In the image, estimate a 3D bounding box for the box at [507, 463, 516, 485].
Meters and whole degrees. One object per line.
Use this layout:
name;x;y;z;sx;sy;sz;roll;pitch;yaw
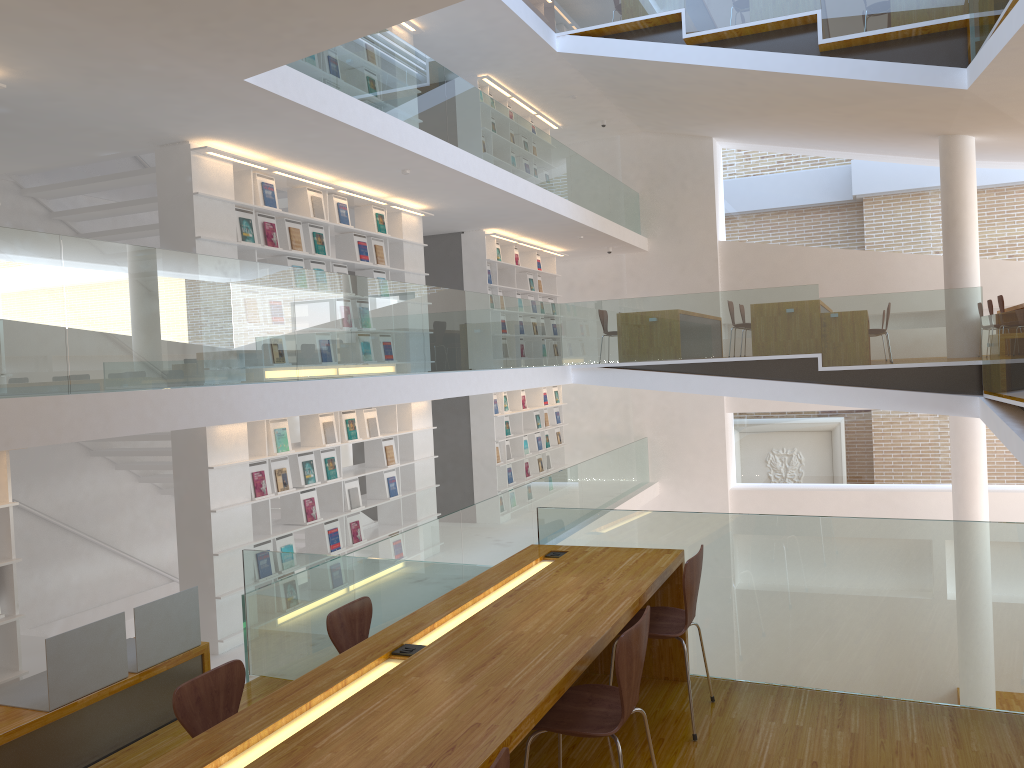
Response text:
box;-0.121;1.240;12.321;0.274;0.296;0.245;-2;1;22

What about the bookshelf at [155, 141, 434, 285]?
bookshelf;-1.758;-0.975;8.383;0.498;1.836;3.666;-2;1;22

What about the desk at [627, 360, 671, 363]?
desk;2.248;-0.633;12.160;0.760;0.606;3.194;-2;1;22

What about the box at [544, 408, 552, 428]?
box;0.438;0.524;13.749;0.274;0.296;0.245;-2;1;22

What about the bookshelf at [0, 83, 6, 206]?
bookshelf;-3.638;-0.788;3.789;0.498;1.836;2.984;-2;1;22

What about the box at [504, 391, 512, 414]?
box;-0.184;0.257;12.263;0.274;0.296;0.245;-2;1;22

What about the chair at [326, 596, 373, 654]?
chair;-0.617;1.405;4.226;0.381;0.693;0.428;-2;1;22

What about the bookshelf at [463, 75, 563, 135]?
bookshelf;0.064;-3.212;13.020;0.498;1.836;2.984;-2;1;22

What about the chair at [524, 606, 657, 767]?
chair;0.241;1.078;2.810;0.381;0.693;0.428;-2;1;22

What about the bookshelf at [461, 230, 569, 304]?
bookshelf;0.163;-1.168;13.064;0.498;1.836;2.984;-2;1;22

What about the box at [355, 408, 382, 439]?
box;-2.701;2.263;5.770;0.498;3.764;7.125;-2;1;22

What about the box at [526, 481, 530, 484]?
box;0.140;1.544;12.925;0.274;0.296;0.245;-2;1;22

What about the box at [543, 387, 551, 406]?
box;0.422;0.197;13.742;0.274;0.296;0.245;-2;1;22

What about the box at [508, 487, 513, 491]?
box;-0.101;1.568;12.338;0.274;0.296;0.245;-2;1;22

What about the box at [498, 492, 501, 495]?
box;-0.263;1.586;11.943;0.274;0.296;0.245;-2;1;22

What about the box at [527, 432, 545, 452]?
box;0.317;0.866;13.422;0.274;0.296;0.245;-2;1;22

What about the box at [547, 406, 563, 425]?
box;0.637;0.504;14.235;0.274;0.296;0.245;-2;1;22

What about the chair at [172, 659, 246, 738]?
chair;-0.985;1.441;3.327;0.381;0.693;0.428;-2;1;22

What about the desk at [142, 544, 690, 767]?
desk;-0.365;1.309;2.922;1.285;0.918;3.236;-2;1;22

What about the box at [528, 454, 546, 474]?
box;0.338;1.194;13.441;0.274;0.296;0.245;-2;1;22

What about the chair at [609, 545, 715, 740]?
chair;0.609;1.041;3.708;0.381;0.693;0.428;-2;1;22

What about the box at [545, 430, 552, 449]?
box;0.451;0.853;13.747;0.274;0.296;0.245;-2;1;22

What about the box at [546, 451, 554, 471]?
box;0.474;1.180;13.772;0.274;0.296;0.245;-2;1;22

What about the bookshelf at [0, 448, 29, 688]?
bookshelf;-3.538;1.270;3.833;0.498;1.836;2.984;-2;1;22

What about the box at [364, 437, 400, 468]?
box;-1.351;0.707;9.219;0.274;0.296;0.245;-2;1;22

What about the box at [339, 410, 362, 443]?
box;-1.635;0.406;8.558;0.274;0.296;0.245;-2;1;22

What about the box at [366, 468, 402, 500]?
box;-1.334;1.035;9.227;0.274;0.296;0.245;-2;1;22

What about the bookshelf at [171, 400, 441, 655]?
bookshelf;-1.706;1.085;8.446;0.397;1.836;3.666;-2;1;22

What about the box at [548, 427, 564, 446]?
box;0.658;0.831;14.254;0.274;0.296;0.245;-2;1;22

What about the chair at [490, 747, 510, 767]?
chair;-0.218;1.121;1.790;0.381;0.693;0.428;-2;1;22

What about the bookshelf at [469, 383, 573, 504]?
bookshelf;0.263;0.890;13.107;0.498;1.836;2.984;-2;1;22

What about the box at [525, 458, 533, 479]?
box;0.124;1.215;12.918;0.274;0.296;0.245;-2;1;22

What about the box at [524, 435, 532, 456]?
box;0.113;0.886;12.924;0.274;0.296;0.245;-2;1;22

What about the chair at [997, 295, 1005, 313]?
chair;5.519;-0.628;9.659;0.381;0.693;0.428;-2;1;22

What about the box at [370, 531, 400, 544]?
box;-1.293;1.691;9.264;0.274;0.296;0.245;-2;1;22

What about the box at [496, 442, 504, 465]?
box;-0.294;0.927;11.931;0.274;0.296;0.245;-2;1;22

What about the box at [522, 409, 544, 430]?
box;0.301;0.539;13.415;0.274;0.296;0.245;-2;1;22

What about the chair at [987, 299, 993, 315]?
chair;5.887;-0.665;10.557;0.381;0.693;0.428;-2;1;22

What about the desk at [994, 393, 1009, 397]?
desk;6.387;-0.253;8.201;3.356;0.606;0.760;-2;1;22

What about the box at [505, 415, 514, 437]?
box;-0.159;0.579;12.292;0.274;0.296;0.245;-2;1;22

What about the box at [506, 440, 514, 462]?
box;-0.151;0.913;12.278;0.274;0.296;0.245;-2;1;22

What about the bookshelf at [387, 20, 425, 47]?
bookshelf;-1.857;-3.019;8.340;0.498;1.836;3.666;-2;1;22

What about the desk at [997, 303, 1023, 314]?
desk;6.628;-0.580;10.435;1.247;0.762;3.194;-2;1;22

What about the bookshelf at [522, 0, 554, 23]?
bookshelf;-0.033;-5.224;12.978;0.498;1.836;2.984;-2;1;22

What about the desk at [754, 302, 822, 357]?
desk;3.945;-0.625;11.463;1.248;0.757;3.196;-2;1;22

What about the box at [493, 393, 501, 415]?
box;-0.325;0.274;11.919;0.274;0.296;0.245;-2;1;22

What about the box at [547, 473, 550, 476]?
box;0.486;1.509;13.770;0.274;0.296;0.245;-2;1;22

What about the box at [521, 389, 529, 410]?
box;0.075;0.230;12.889;0.274;0.296;0.245;-2;1;22

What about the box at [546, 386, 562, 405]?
box;0.622;0.176;14.228;0.274;0.296;0.245;-2;1;22
